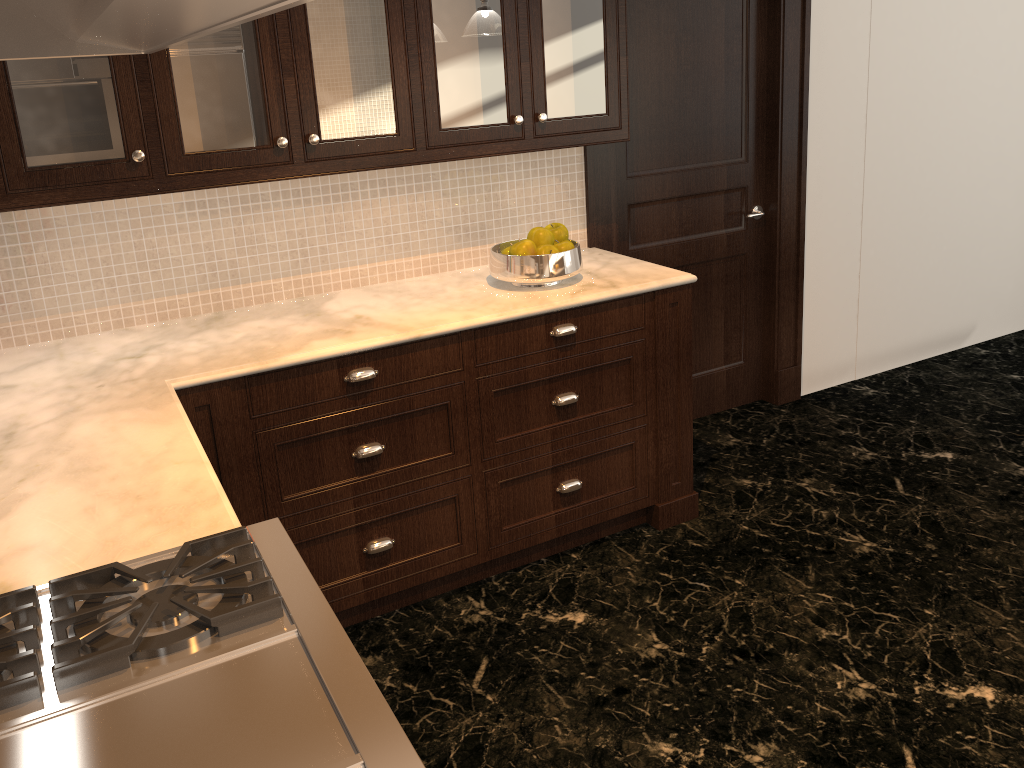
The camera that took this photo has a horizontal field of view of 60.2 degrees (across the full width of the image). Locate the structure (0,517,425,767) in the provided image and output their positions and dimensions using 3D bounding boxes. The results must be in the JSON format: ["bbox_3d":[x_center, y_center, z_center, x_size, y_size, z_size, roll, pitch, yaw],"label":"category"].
[{"bbox_3d":[-0.453,0.795,1.046,0.724,0.818,0.923,-12,20,-26],"label":"structure"}]

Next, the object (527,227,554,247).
[{"bbox_3d":[0.095,-0.479,2.962,0.092,0.097,0.097,10,22,37],"label":"object"}]

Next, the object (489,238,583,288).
[{"bbox_3d":[0.081,-0.406,2.984,0.321,0.119,0.323,-16,23,-31],"label":"object"}]

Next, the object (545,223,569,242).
[{"bbox_3d":[0.149,-0.503,3.031,0.091,0.096,0.095,8,21,32],"label":"object"}]

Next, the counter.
[{"bbox_3d":[0.102,0.190,1.558,2.332,0.031,3.432,-13,22,-25],"label":"counter"}]

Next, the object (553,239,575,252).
[{"bbox_3d":[0.169,-0.438,2.982,0.092,0.095,0.094,-3,18,2],"label":"object"}]

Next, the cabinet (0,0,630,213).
[{"bbox_3d":[0.032,-0.818,1.281,2.324,1.225,3.431,-13,21,-25],"label":"cabinet"}]

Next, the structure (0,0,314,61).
[{"bbox_3d":[-0.559,-0.505,0.676,0.644,0.466,0.948,-13,21,-25],"label":"structure"}]

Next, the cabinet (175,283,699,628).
[{"bbox_3d":[0.129,0.620,1.676,2.332,0.860,3.432,-13,22,-25],"label":"cabinet"}]

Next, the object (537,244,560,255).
[{"bbox_3d":[0.113,-0.414,2.898,0.091,0.094,0.102,-6,18,-9],"label":"object"}]

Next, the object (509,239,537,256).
[{"bbox_3d":[0.038,-0.423,2.882,0.093,0.096,0.093,6,20,29],"label":"object"}]

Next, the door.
[{"bbox_3d":[0.761,-0.859,3.766,0.870,2.133,0.110,-12,17,-27],"label":"door"}]

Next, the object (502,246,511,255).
[{"bbox_3d":[0.010,-0.409,2.924,0.091,0.092,0.093,-2,18,4],"label":"object"}]
